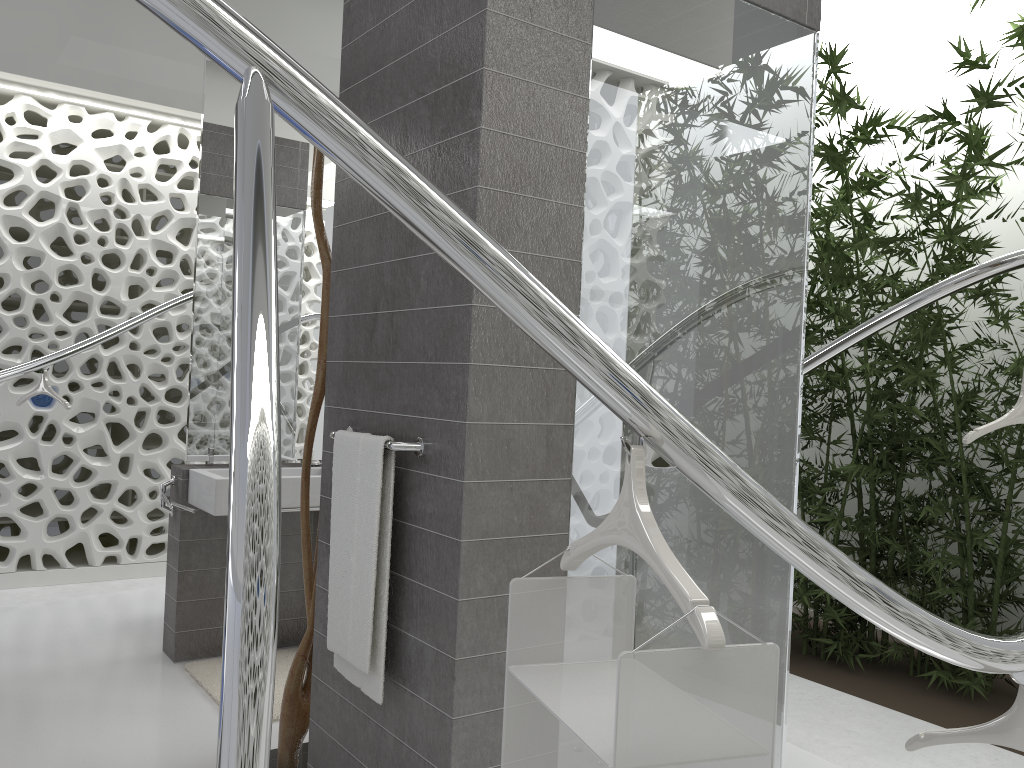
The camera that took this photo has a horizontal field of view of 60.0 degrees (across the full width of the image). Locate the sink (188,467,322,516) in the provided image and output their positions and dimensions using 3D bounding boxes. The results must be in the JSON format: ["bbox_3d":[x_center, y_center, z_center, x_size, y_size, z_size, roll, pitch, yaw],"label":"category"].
[{"bbox_3d":[-1.070,0.539,3.949,0.650,0.598,0.478,3,0,-35],"label":"sink"}]

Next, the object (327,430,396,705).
[{"bbox_3d":[-0.395,0.453,2.275,0.042,0.656,0.283,3,0,-35],"label":"object"}]

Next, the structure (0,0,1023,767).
[{"bbox_3d":[-1.245,0.341,2.908,5.250,2.080,5.433,3,0,-40],"label":"structure"}]

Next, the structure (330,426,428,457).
[{"bbox_3d":[-0.360,0.146,2.291,0.078,0.047,0.442,3,0,-35],"label":"structure"}]

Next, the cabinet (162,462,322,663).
[{"bbox_3d":[-0.947,0.810,4.188,1.200,0.870,0.461,3,0,-35],"label":"cabinet"}]

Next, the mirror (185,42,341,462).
[{"bbox_3d":[-0.980,-0.617,4.332,1.100,1.980,0.030,3,0,-35],"label":"mirror"}]

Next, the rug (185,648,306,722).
[{"bbox_3d":[-0.731,1.249,3.851,1.153,0.016,0.775,3,0,-35],"label":"rug"}]

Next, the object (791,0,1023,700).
[{"bbox_3d":[1.920,-0.430,4.645,4.097,4.038,4.664,3,0,14],"label":"object"}]

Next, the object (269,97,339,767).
[{"bbox_3d":[-0.554,0.067,2.914,0.400,2.389,0.400,3,0,-35],"label":"object"}]
